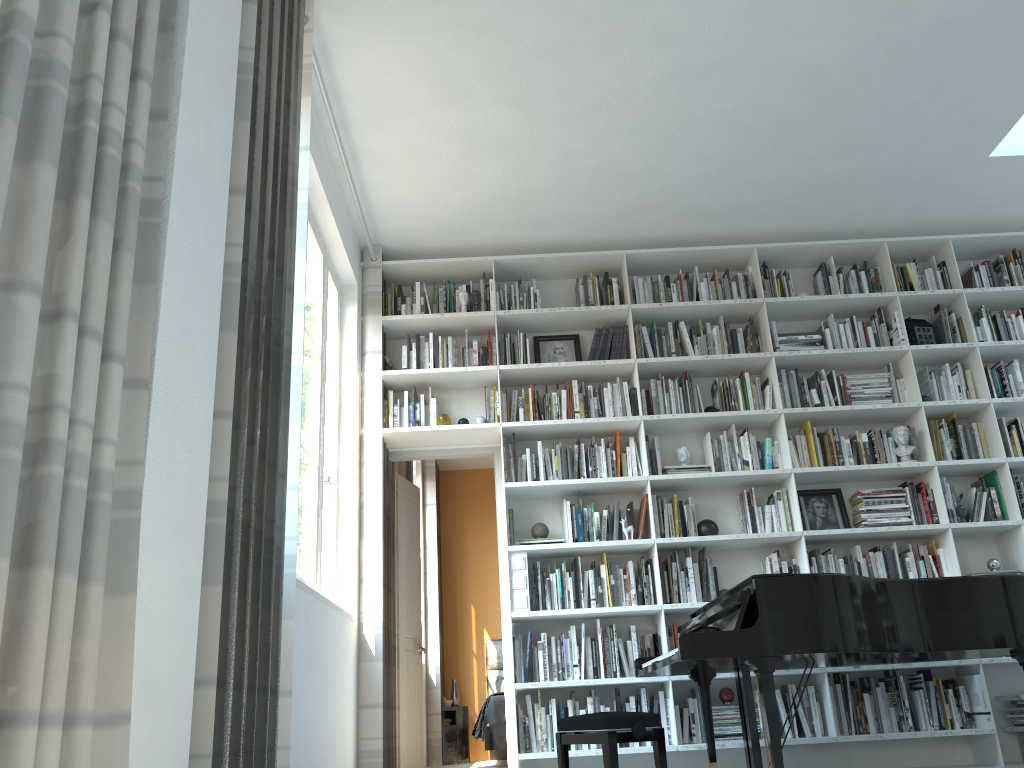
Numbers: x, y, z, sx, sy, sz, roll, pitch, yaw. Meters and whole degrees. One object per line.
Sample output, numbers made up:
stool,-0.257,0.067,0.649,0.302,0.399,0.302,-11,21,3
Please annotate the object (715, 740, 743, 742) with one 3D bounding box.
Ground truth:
object,1.198,1.946,4.840,0.254,0.007,0.161,-4,-21,2

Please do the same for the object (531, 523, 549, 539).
object,0.165,0.871,5.225,0.105,0.106,0.106,6,-22,-22

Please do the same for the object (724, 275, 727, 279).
object,1.395,-0.565,5.781,0.010,0.245,0.158,-3,-21,-1

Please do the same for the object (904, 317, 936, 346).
object,2.566,-0.307,5.599,0.135,0.247,0.136,1,-21,-10

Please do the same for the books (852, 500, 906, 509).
books,2.188,0.720,5.293,0.254,0.012,0.161,-1,-21,-5

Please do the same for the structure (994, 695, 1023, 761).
structure,4.047,1.173,3.598,2.899,0.656,3.125,-3,-21,-1

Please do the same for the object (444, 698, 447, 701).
object,-0.712,3.211,8.944,0.106,0.103,0.106,-5,-21,6

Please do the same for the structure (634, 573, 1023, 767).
structure,1.590,1.314,3.878,1.918,0.829,1.340,-3,-21,-1

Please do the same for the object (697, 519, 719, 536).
object,1.151,0.864,5.224,0.134,0.134,0.134,15,-27,-39

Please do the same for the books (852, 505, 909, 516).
books,2.190,0.753,5.277,0.285,0.012,0.160,-5,-21,4

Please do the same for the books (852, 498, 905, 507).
books,2.187,0.709,5.299,0.254,0.012,0.161,-2,-21,-4

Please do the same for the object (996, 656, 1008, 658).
object,2.695,1.464,4.893,0.094,0.094,0.094,15,-27,-39

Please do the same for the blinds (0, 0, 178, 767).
blinds,-0.814,-0.747,1.570,0.183,3.248,1.030,-3,-20,-2

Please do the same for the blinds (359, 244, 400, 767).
blinds,-0.808,0.756,5.429,0.140,3.218,0.779,-3,-20,-1

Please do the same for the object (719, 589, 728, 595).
object,1.226,1.226,5.100,0.091,0.091,0.091,6,-22,-22

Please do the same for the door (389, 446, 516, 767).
door,-0.435,1.477,5.613,0.834,1.972,0.789,-3,-21,-1

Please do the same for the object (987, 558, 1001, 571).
object,2.753,1.034,5.068,0.072,0.072,0.072,15,-27,-39

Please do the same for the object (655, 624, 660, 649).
object,0.829,1.514,5.031,0.017,0.289,0.089,-3,-20,-1

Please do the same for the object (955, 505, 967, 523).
object,2.594,0.753,5.109,0.054,0.113,0.080,-2,-21,-2

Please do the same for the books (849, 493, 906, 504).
books,2.186,0.687,5.310,0.285,0.012,0.160,-3,-21,1

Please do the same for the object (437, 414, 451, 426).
object,-0.415,0.225,5.420,0.087,0.087,0.087,15,-27,-39

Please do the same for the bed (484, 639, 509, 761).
bed,0.630,2.809,8.115,1.770,1.175,2.183,-3,-21,-1

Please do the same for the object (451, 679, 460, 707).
object,-0.577,3.122,8.960,0.091,0.267,0.091,16,-28,-42

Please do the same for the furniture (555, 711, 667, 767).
furniture,0.366,1.407,3.302,0.240,0.352,0.469,7,-23,-24

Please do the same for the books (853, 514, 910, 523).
books,2.192,0.801,5.270,0.285,0.012,0.160,-3,-21,0

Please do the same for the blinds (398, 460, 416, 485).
blinds,-0.805,1.180,6.534,0.140,3.218,0.779,-3,-20,-1

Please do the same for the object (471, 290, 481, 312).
object,-0.225,-0.504,5.607,0.067,0.197,0.068,-20,-27,38

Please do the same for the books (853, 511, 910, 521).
books,2.192,0.789,5.272,0.285,0.012,0.160,-3,-21,1

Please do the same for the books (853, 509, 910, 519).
books,2.191,0.775,5.269,0.285,0.012,0.160,-5,-21,4

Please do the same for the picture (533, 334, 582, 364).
picture,0.294,-0.183,5.693,0.300,0.298,0.078,-3,-20,-1

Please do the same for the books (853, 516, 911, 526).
books,2.193,0.813,5.268,0.285,0.012,0.160,-3,-21,-1

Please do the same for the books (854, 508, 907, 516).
books,2.191,0.765,5.274,0.254,0.012,0.161,-1,-21,-6

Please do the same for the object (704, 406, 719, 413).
object,1.225,0.184,5.457,0.097,0.098,0.097,15,-27,-39

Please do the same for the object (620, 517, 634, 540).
object,0.661,0.836,5.087,0.081,0.139,0.044,3,-21,-16

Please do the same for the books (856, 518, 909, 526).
books,2.193,0.820,5.253,0.254,0.012,0.161,-1,-21,-6

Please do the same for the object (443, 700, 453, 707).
object,-0.648,3.186,8.830,0.118,0.061,0.119,-5,-21,6

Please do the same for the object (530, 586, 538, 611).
object,0.123,1.209,4.971,0.045,0.146,0.045,-18,-25,35

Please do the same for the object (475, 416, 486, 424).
object,-0.193,0.232,5.448,0.071,0.072,0.072,6,-22,-22

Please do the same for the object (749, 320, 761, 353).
object,1.517,-0.283,5.522,0.075,0.253,0.075,5,-22,-21

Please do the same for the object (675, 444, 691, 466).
object,1.045,0.444,5.403,0.095,0.156,0.121,-8,-21,12

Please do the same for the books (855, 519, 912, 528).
books,2.194,0.831,5.248,0.285,0.012,0.160,-5,-21,4

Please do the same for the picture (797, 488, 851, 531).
picture,1.860,0.775,5.332,0.300,0.298,0.078,-3,-20,-1

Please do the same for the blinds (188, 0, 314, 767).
blinds,-0.814,-0.249,2.811,0.140,3.218,0.779,-3,-20,-1

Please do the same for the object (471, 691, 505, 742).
object,0.378,2.905,8.026,1.481,0.538,1.456,-3,-21,-1

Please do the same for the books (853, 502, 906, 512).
books,2.189,0.732,5.290,0.254,0.012,0.161,-2,-21,-4

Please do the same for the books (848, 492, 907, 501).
books,2.186,0.674,5.307,0.285,0.012,0.160,-1,-21,-6

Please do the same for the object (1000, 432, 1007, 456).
object,2.962,0.406,5.410,0.013,0.207,0.140,-3,-21,-1

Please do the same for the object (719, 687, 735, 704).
object,1.184,1.717,4.888,0.086,0.086,0.086,6,-22,-22

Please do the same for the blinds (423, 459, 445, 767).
blinds,-0.799,2.185,9.152,0.140,3.218,0.779,-3,-20,-1

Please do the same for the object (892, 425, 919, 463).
object,2.328,0.372,5.278,0.137,0.243,0.138,11,-25,-33

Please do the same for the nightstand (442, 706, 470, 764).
nightstand,-0.750,3.489,8.799,0.650,0.516,0.432,-4,-21,2

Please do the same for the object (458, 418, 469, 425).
object,-0.299,0.245,5.465,0.071,0.072,0.072,6,-22,-22

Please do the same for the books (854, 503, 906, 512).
books,2.190,0.743,5.286,0.254,0.012,0.161,-4,-21,2

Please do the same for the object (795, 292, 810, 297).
object,1.875,-0.538,5.721,0.105,0.105,0.105,6,-22,-22

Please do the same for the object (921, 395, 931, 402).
object,2.519,0.105,5.415,0.072,0.072,0.072,15,-27,-39

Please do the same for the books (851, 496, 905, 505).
books,2.187,0.697,5.301,0.254,0.012,0.161,-1,-21,-5

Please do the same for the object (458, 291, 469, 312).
object,-0.306,-0.500,5.605,0.067,0.197,0.068,-20,-27,38
